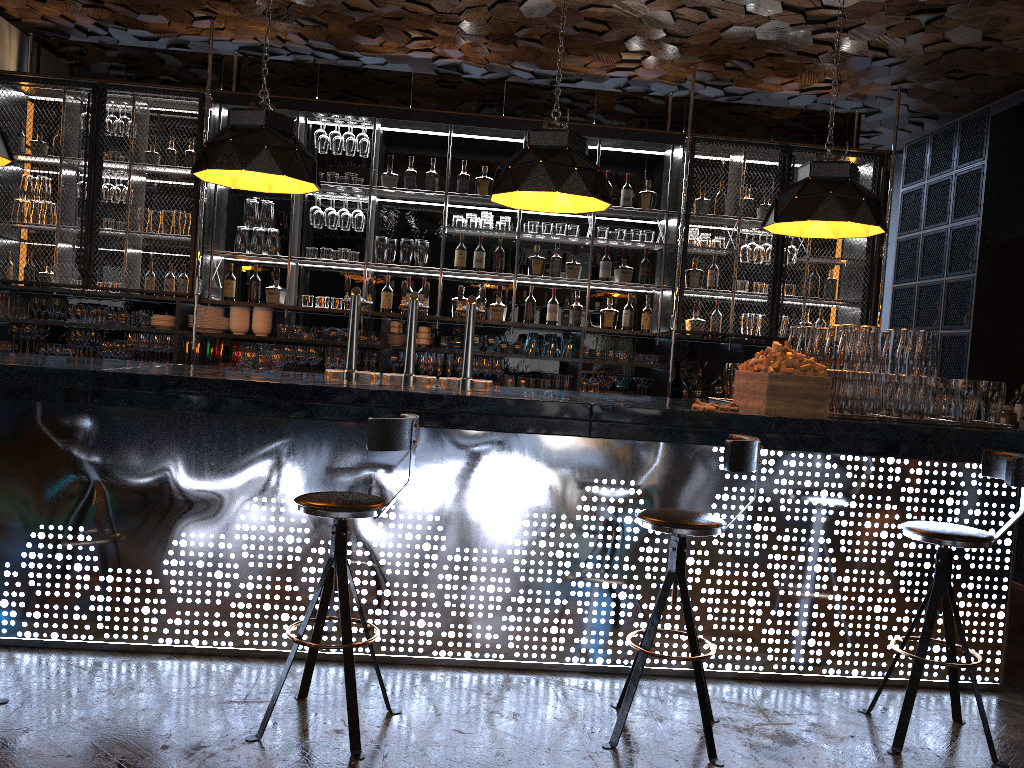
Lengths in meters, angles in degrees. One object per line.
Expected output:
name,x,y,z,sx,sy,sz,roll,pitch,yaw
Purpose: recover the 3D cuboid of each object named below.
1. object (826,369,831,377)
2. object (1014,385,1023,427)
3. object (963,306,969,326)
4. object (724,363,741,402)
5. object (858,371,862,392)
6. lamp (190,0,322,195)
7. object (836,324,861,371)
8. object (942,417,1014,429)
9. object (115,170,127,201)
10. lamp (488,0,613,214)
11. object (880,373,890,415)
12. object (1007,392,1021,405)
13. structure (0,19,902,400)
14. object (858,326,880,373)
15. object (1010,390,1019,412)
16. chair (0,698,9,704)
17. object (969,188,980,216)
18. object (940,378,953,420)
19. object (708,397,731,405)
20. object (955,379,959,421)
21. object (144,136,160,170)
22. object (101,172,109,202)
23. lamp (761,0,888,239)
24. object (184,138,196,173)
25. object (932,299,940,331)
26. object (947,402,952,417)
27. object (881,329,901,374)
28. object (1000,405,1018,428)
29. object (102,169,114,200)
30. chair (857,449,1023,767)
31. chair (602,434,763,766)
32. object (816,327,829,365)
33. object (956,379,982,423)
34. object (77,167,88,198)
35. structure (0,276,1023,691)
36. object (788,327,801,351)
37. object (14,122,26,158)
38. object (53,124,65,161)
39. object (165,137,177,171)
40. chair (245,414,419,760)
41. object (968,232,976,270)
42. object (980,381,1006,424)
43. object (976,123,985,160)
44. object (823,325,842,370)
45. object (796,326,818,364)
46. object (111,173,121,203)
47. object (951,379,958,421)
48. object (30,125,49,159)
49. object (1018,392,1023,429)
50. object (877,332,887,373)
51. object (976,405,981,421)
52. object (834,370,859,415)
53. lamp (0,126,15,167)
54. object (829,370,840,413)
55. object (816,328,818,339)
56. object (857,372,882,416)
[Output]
object,1.494,0.035,4.199,0.105,0.209,0.105,5,2,21
object,3.736,0.162,6.500,0.086,0.313,0.086,6,3,39
object,3.757,-0.522,7.074,0.278,0.222,0.138,5,2,25
object,1.161,-0.003,4.646,0.105,0.209,0.105,5,2,21
object,1.611,0.048,4.096,0.105,0.209,0.105,5,2,21
lamp,-1.161,-1.742,4.211,0.582,1.564,0.607,4,2,-4
object,1.529,-0.165,4.018,0.105,0.209,0.105,5,2,21
object,2.102,0.177,4.174,0.273,0.019,0.437,4,2,-4
object,-2.892,-1.467,6.562,0.081,0.213,0.081,4,2,2
lamp,0.236,-1.641,4.195,0.582,1.564,0.607,4,2,-4
object,1.775,0.055,4.228,0.105,0.209,0.105,5,2,21
object,3.870,0.182,6.685,0.165,0.294,0.229,3,3,-35
structure,-0.540,-0.705,6.653,6.750,3.553,1.143,4,2,-4
object,1.620,-0.159,4.029,0.105,0.209,0.105,5,2,21
object,3.746,0.183,6.597,0.080,0.279,0.080,6,3,44
chair,-1.959,0.559,2.894,0.476,1.108,0.419,4,2,-4
object,3.732,-1.429,7.024,0.097,0.290,0.290,4,2,-6
object,2.066,0.075,4.283,0.105,0.209,0.105,5,2,21
object,1.197,0.099,4.536,0.273,0.019,0.437,4,2,-4
object,2.136,0.085,4.168,0.105,0.209,0.105,5,2,21
object,-2.694,-1.735,6.646,0.108,0.244,0.108,4,2,-16
object,-3.078,-1.485,6.693,0.081,0.213,0.081,4,2,2
lamp,1.616,-1.550,4.417,0.582,1.564,0.607,4,2,-4
object,-2.413,-1.718,6.665,0.073,0.246,0.072,5,2,11
object,3.700,-0.577,7.487,0.290,0.290,0.097,6,3,34
object,3.556,0.220,7.080,0.122,0.132,0.396,4,2,-4
object,1.793,-0.151,4.163,0.105,0.209,0.105,5,2,21
object,3.597,0.236,6.443,0.106,0.164,0.106,4,2,-14
object,-2.982,-1.473,6.556,0.081,0.213,0.081,4,2,2
chair,1.664,0.801,3.376,0.476,1.108,0.419,4,2,6
chair,0.625,0.731,3.234,0.476,1.108,0.419,5,2,11
object,1.576,-0.178,4.475,0.105,0.209,0.105,5,2,21
object,2.085,0.085,4.055,0.105,0.209,0.105,3,2,-29
object,-3.164,-1.485,6.542,0.081,0.213,0.081,4,2,2
structure,-0.730,0.308,4.198,6.009,1.685,1.214,4,2,-4
object,1.468,-0.190,4.579,0.105,0.209,0.105,5,2,21
object,-3.659,-1.818,6.601,0.075,0.260,0.075,6,3,45
object,-3.368,-1.797,6.598,0.075,0.261,0.075,6,3,45
object,-2.557,-1.728,6.655,0.073,0.246,0.072,3,2,-19
chair,-0.583,0.650,3.096,0.476,1.108,0.419,5,2,11
object,3.736,-1.030,7.068,0.116,0.358,0.198,3,3,-34
object,2.193,0.093,4.051,0.105,0.209,0.105,3,2,-29
object,3.767,-1.898,7.036,0.116,0.358,0.198,4,2,-4
object,1.512,-0.170,4.134,0.105,0.209,0.105,5,2,21
object,1.486,-0.184,4.464,0.105,0.209,0.105,5,2,21
object,-2.992,-1.479,6.699,0.081,0.213,0.081,4,2,2
object,2.180,0.083,4.299,0.105,0.209,0.105,5,2,21
object,-3.502,-1.796,6.573,0.108,0.244,0.108,4,2,-16
object,3.669,0.194,6.227,0.116,0.264,0.144,4,2,-4
object,1.857,-0.159,4.504,0.105,0.209,0.105,5,2,21
object,3.628,0.166,6.828,0.080,0.279,0.080,6,3,44
object,1.499,0.044,3.965,0.105,0.209,0.105,5,2,21
lamp,-2.540,-1.806,3.985,0.582,1.606,0.607,4,2,-4
object,1.503,0.040,4.080,0.105,0.209,0.105,5,2,21
object,1.579,-0.182,4.593,0.105,0.209,0.105,5,2,21
object,1.608,0.052,3.986,0.105,0.209,0.105,5,2,21
